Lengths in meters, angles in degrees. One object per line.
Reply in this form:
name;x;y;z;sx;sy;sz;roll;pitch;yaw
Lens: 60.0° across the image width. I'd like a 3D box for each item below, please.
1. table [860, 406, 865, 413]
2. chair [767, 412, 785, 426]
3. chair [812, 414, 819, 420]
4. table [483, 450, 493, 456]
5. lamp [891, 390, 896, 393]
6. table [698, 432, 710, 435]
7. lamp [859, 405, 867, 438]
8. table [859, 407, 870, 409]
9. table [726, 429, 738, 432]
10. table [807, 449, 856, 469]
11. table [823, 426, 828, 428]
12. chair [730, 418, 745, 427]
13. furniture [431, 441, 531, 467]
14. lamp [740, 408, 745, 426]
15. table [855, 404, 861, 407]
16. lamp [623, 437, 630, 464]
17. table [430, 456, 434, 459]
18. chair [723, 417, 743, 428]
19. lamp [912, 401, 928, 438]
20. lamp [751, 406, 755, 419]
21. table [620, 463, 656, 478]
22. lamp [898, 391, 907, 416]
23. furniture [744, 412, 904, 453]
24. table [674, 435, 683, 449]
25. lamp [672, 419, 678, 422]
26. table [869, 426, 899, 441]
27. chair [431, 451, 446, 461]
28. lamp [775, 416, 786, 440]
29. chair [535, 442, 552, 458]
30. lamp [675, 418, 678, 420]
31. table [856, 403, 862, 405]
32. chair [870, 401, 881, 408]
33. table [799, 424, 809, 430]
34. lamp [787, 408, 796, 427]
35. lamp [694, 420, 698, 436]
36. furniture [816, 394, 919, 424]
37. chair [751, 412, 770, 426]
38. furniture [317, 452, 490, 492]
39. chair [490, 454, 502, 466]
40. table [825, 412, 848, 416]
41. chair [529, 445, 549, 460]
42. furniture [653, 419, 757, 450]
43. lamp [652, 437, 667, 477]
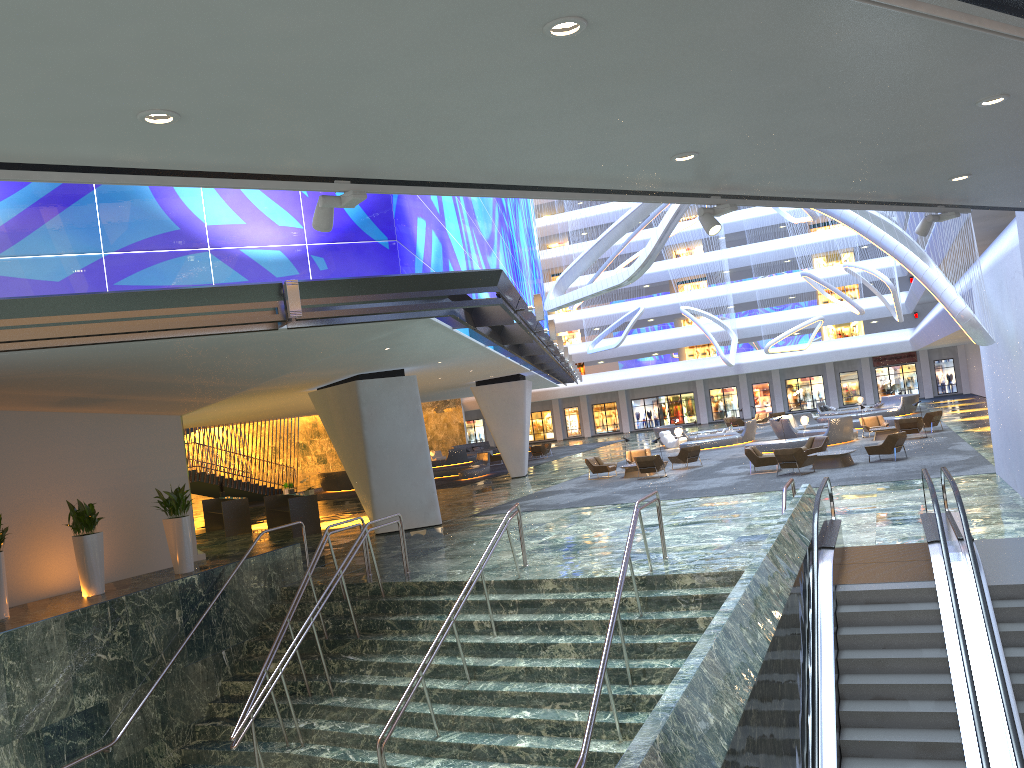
table;19.328;1.536;48.911;0.418;0.595;0.427;-8;-1;19
chair;15.646;2.062;52.297;0.929;0.766;0.939;-7;-1;1
chair;17.223;1.931;50.570;0.490;0.501;0.588;-7;-1;-33
table;-1.633;4.758;60.489;0.670;0.406;0.675;-7;-2;-23
lamp;21.134;0.965;48.913;0.384;1.300;0.201;-7;0;22
table;9.966;2.754;46.021;0.675;0.406;0.670;-9;-2;42
lamp;13.518;1.425;34.094;0.202;1.300;0.383;-7;0;39
table;20.693;1.582;52.019;0.672;0.406;0.673;-8;-2;19
table;11.436;2.553;45.702;0.672;0.406;0.672;-7;-2;-15
table;9.047;2.135;25.027;1.206;0.392;1.201;-9;-2;41
table;13.978;1.954;37.943;1.205;0.392;1.202;-8;-2;23
chair;13.242;2.346;51.547;0.937;0.766;0.931;-7;-1;-26
furniture;-3.050;4.564;58.762;5.197;0.969;9.908;-9;-3;39
lamp;13.340;2.051;51.230;0.201;1.300;0.384;-7;0;-15
table;20.966;1.482;53.388;0.417;0.595;0.428;-7;-1;-24
lamp;4.169;2.554;31.944;0.202;1.300;0.383;-7;0;39
table;-5.157;5.001;57.727;0.418;0.595;0.427;-8;-1;22
chair;13.549;2.405;54.355;0.928;0.766;0.940;-7;-1;-24
lamp;14.095;1.229;30.638;0.385;1.300;0.201;-8;0;40
lamp;14.842;1.968;54.390;0.383;1.300;0.202;-7;0;-16
table;4.330;2.923;30.145;1.205;0.392;1.202;-8;-2;23
lamp;19.844;0.996;45.068;0.201;1.300;0.384;-7;0;-18
furniture;12.365;1.794;36.460;5.197;0.969;9.908;-9;-3;39
table;7.928;2.763;42.023;0.418;0.595;0.428;-7;-1;-3
lamp;8.662;2.496;46.745;0.384;1.300;0.201;-7;0;16
table;13.680;1.794;32.295;1.205;0.392;1.202;-8;-2;22
chair;-4.860;4.869;58.610;0.728;0.882;1.159;-7;-1;-23
lamp;9.888;1.836;32.496;0.385;1.300;0.201;-8;0;40
chair;1.773;3.801;50.906;0.937;0.766;0.931;-7;-1;-29
lamp;9.168;2.513;49.104;0.201;1.300;0.385;-7;0;-24
table;21.481;1.465;54.545;0.418;0.595;0.428;-7;-1;-3
chair;20.999;1.304;50.341;0.927;0.766;0.941;-7;-1;-34
table;12.396;2.027;37.476;0.418;0.595;0.427;-8;-1;22
lamp;12.735;1.741;40.231;0.385;1.300;0.201;-8;0;40
lamp;8.623;2.309;41.288;0.202;1.300;0.384;-7;0;-2
furniture;19.776;1.301;49.632;5.192;0.969;9.918;-8;-2;19
chair;15.248;2.181;54.220;0.931;0.766;0.937;-8;-2;41
furniture;-5.340;4.305;43.010;9.950;0.969;5.176;-9;-3;40
chair;-1.013;4.096;49.078;0.938;0.766;0.930;-7;-1;-6
table;17.801;1.832;48.493;1.205;0.392;1.202;-8;-2;23
chair;1.500;3.768;48.961;0.931;0.766;0.938;-8;-1;21
furniture;9.421;2.433;43.860;5.191;0.969;9.921;-8;-2;14
lamp;4.746;2.358;28.489;0.385;1.300;0.201;-8;0;40
